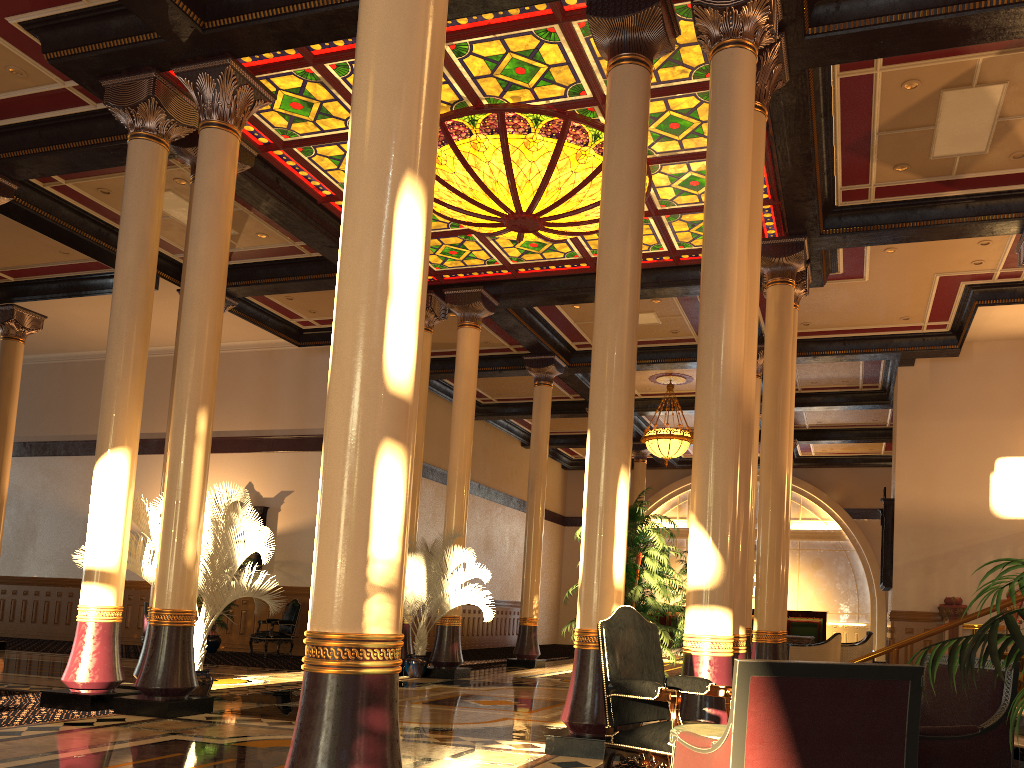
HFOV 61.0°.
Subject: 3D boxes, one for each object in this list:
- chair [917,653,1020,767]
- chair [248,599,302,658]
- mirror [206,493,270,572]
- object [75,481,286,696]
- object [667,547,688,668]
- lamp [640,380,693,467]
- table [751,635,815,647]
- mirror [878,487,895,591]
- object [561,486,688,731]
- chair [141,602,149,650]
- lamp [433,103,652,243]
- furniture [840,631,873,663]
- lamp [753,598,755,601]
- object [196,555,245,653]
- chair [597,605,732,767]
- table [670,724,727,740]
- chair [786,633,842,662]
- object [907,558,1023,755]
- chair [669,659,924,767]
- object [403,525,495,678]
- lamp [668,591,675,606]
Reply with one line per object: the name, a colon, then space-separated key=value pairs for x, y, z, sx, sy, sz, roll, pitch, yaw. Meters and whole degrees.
chair: x=1.720 y=1.649 z=3.812 sx=0.654 sy=0.906 sz=0.687 roll=4 pitch=-9 yaw=-10
chair: x=-4.404 y=4.523 z=16.150 sx=0.714 sy=1.082 sz=0.784 roll=-5 pitch=-11 yaw=44
mirror: x=-5.543 y=2.967 z=17.430 sx=1.352 sy=1.531 sz=0.207 roll=0 pitch=-6 yaw=18
object: x=-2.946 y=2.074 z=8.779 sx=2.030 sy=2.224 sz=1.871 roll=1 pitch=-9 yaw=8
object: x=2.486 y=2.993 z=11.197 sx=1.024 sy=2.119 sz=1.111 roll=2 pitch=-7 yaw=9
lamp: x=3.393 y=0.855 z=18.832 sx=1.167 sy=1.878 sz=1.236 roll=1 pitch=-8 yaw=14
table: x=4.974 y=5.028 z=16.008 sx=1.079 sy=0.760 sz=1.714 roll=-2 pitch=-14 yaw=20
mirror: x=7.250 y=2.990 z=16.890 sx=0.249 sy=1.956 sz=1.860 roll=1 pitch=-10 yaw=21
object: x=0.988 y=1.898 z=7.267 sx=1.114 sy=2.119 sz=1.021 roll=6 pitch=-7 yaw=-21
chair: x=-6.397 y=4.529 z=16.153 sx=0.622 sy=0.906 sz=0.721 roll=-4 pitch=-11 yaw=39
lamp: x=0.150 y=-2.170 z=10.267 sx=2.927 sy=0.592 sz=3.141 roll=-2 pitch=-15 yaw=17
furniture: x=6.284 y=5.066 z=16.192 sx=0.787 sy=0.928 sz=2.273 roll=-1 pitch=-14 yaw=21
lamp: x=7.152 y=6.266 z=25.038 sx=0.439 sy=0.437 sz=0.416 roll=7 pitch=-11 yaw=-25
object: x=-5.665 y=4.067 z=16.632 sx=1.114 sy=2.119 sz=1.021 roll=6 pitch=-7 yaw=-21
chair: x=0.864 y=1.765 z=4.742 sx=0.719 sy=1.082 sz=0.779 roll=-3 pitch=-10 yaw=34
table: x=0.914 y=1.786 z=3.769 sx=0.501 sy=0.548 sz=0.470 roll=8 pitch=-11 yaw=-29
chair: x=5.050 y=4.567 z=14.422 sx=0.745 sy=0.899 sz=1.007 roll=-5 pitch=-13 yaw=39
object: x=1.842 y=1.093 z=2.663 sx=1.041 sy=1.414 sz=1.097 roll=10 pitch=-11 yaw=-41
chair: x=0.924 y=1.395 z=2.972 sx=0.694 sy=0.906 sz=0.647 roll=4 pitch=-8 yaw=-10
object: x=-1.064 y=3.161 z=12.662 sx=1.774 sy=2.238 sz=2.173 roll=-1 pitch=-10 yaw=23
lamp: x=4.694 y=6.367 z=25.827 sx=0.439 sy=0.437 sz=0.416 roll=7 pitch=-11 yaw=-25
